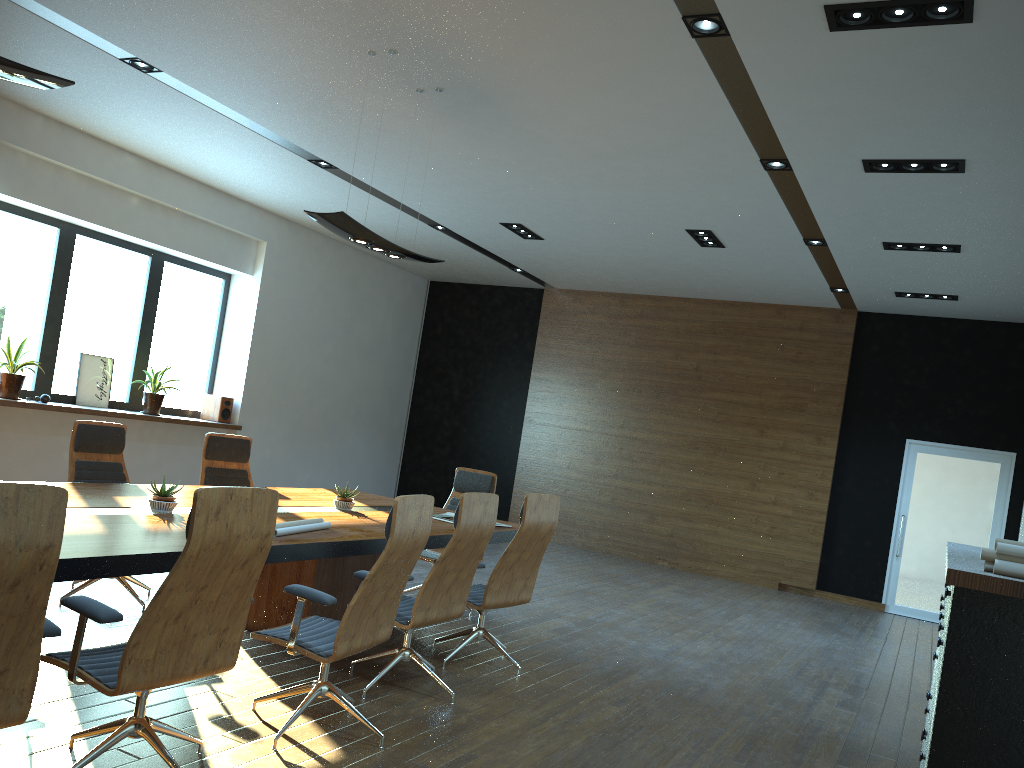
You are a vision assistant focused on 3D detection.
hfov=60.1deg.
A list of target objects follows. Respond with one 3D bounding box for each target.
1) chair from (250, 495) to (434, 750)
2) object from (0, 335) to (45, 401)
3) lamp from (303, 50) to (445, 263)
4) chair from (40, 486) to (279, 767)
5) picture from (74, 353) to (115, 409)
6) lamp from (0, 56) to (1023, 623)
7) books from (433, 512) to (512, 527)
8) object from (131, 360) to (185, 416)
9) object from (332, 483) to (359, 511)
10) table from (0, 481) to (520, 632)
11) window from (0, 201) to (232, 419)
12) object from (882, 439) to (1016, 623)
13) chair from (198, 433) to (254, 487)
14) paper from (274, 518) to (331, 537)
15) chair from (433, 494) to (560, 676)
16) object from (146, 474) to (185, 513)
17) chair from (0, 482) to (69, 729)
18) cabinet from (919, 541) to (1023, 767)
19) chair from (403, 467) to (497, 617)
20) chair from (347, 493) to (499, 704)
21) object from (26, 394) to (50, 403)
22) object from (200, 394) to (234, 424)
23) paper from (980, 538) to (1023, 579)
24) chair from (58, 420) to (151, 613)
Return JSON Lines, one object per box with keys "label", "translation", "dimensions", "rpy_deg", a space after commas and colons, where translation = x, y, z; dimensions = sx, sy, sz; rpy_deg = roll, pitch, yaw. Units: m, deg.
{"label": "chair", "translation": [-0.806, 1.011, 4.032], "dimensions": [0.694, 1.127, 0.708], "rpy_deg": [8, -1, 19]}
{"label": "object", "translation": [-4.737, -0.162, 8.457], "dimensions": [0.514, 0.620, 0.475], "rpy_deg": [8, -2, 32]}
{"label": "lamp", "translation": [-0.790, -1.473, 5.838], "dimensions": [0.339, 1.198, 1.201], "rpy_deg": [8, -2, 27]}
{"label": "chair", "translation": [-1.320, 0.886, 3.264], "dimensions": [0.694, 1.127, 0.709], "rpy_deg": [8, -2, 28]}
{"label": "picture", "translation": [-4.538, -0.031, 9.634], "dimensions": [0.057, 0.561, 0.422], "rpy_deg": [9, -2, 27]}
{"label": "lamp", "translation": [0.784, 0.298, 10.242], "dimensions": [9.367, 3.705, 16.749], "rpy_deg": [7, -3, 27]}
{"label": "books", "translation": [-0.313, 0.957, 6.275], "dimensions": [0.388, 0.033, 0.547], "rpy_deg": [6, -4, 38]}
{"label": "object", "translation": [-3.989, 0.040, 9.925], "dimensions": [0.471, 0.620, 0.518], "rpy_deg": [7, -2, 42]}
{"label": "object", "translation": [-1.109, 0.738, 5.876], "dimensions": [0.177, 0.187, 0.153], "rpy_deg": [9, -2, 2]}
{"label": "table", "translation": [-1.849, 1.039, 4.520], "dimensions": [1.780, 0.796, 5.563], "rpy_deg": [7, -4, 27]}
{"label": "window", "translation": [-4.466, -0.679, 9.651], "dimensions": [0.053, 1.859, 3.477], "rpy_deg": [9, -3, 27]}
{"label": "object", "translation": [5.300, 1.826, 10.795], "dimensions": [1.194, 2.158, 0.201], "rpy_deg": [8, -1, 27]}
{"label": "chair", "translation": [-2.031, 0.970, 6.617], "dimensions": [0.694, 1.127, 0.709], "rpy_deg": [8, -2, 42]}
{"label": "paper", "translation": [-1.895, 0.564, 4.128], "dimensions": [2.247, 0.083, 0.627], "rpy_deg": [10, -4, -23]}
{"label": "chair", "translation": [-0.147, 1.206, 5.634], "dimensions": [0.694, 1.127, 0.709], "rpy_deg": [8, -2, 34]}
{"label": "object", "translation": [-1.775, 0.556, 4.516], "dimensions": [0.178, 0.187, 0.153], "rpy_deg": [10, -2, -23]}
{"label": "chair", "translation": [-1.693, 0.783, 2.487], "dimensions": [0.694, 1.127, 0.709], "rpy_deg": [8, -2, 35]}
{"label": "cabinet", "translation": [2.244, 1.420, 3.891], "dimensions": [0.765, 1.232, 2.357], "rpy_deg": [8, -3, 27]}
{"label": "chair", "translation": [-0.528, 1.232, 7.095], "dimensions": [0.704, 1.127, 0.698], "rpy_deg": [8, -2, 29]}
{"label": "chair", "translation": [-0.526, 1.102, 4.855], "dimensions": [0.694, 1.127, 0.709], "rpy_deg": [8, -2, 27]}
{"label": "object", "translation": [-4.661, 0.136, 8.717], "dimensions": [0.210, 0.089, 0.178], "rpy_deg": [10, -3, -26]}
{"label": "object", "translation": [-3.629, 0.304, 10.906], "dimensions": [0.313, 0.321, 0.212], "rpy_deg": [8, -2, 27]}
{"label": "paper", "translation": [1.952, 0.637, 3.005], "dimensions": [0.643, 0.124, 0.145], "rpy_deg": [7, -3, 27]}
{"label": "chair", "translation": [-2.521, 0.840, 5.707], "dimensions": [0.694, 1.127, 0.709], "rpy_deg": [8, -2, 27]}
